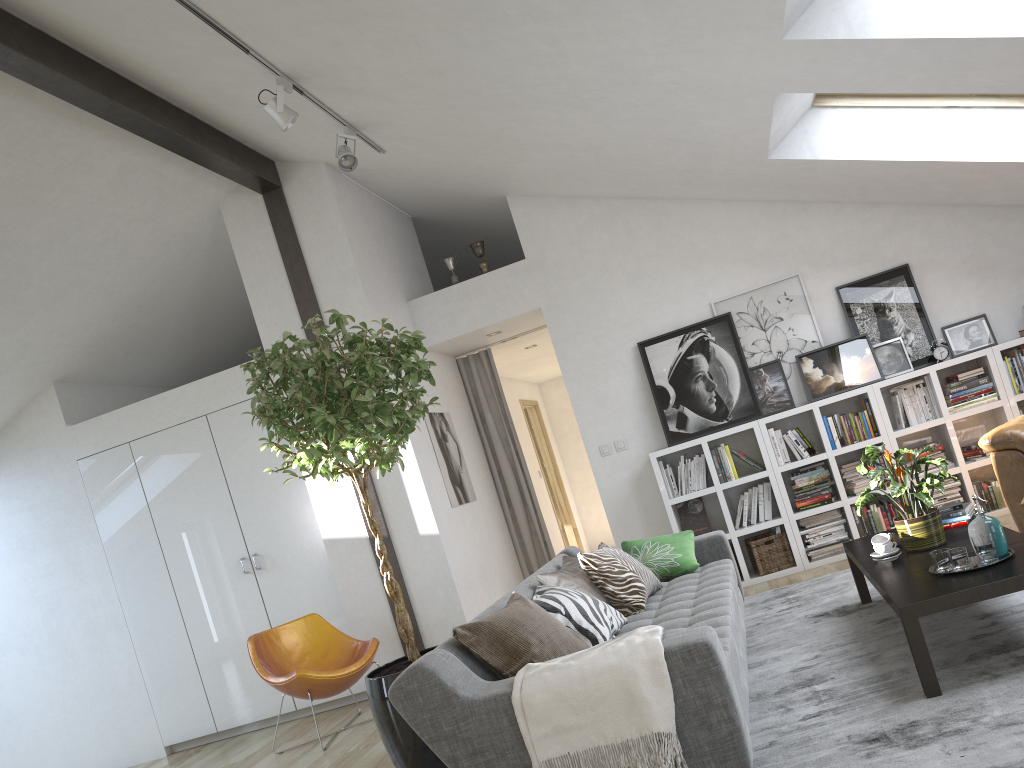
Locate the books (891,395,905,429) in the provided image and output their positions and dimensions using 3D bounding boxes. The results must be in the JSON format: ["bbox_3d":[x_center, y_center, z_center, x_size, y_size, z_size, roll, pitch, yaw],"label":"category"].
[{"bbox_3d":[2.555,0.187,5.877,0.033,0.224,0.147,-17,-3,8],"label":"books"}]

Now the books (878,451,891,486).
[{"bbox_3d":[2.453,0.549,5.886,0.036,0.258,0.160,-18,-2,14],"label":"books"}]

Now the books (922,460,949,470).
[{"bbox_3d":[2.739,0.539,5.824,0.214,0.013,0.137,-18,-6,3],"label":"books"}]

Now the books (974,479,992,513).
[{"bbox_3d":[3.067,0.732,5.813,0.035,0.203,0.200,-18,-4,13],"label":"books"}]

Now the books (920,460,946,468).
[{"bbox_3d":[2.734,0.527,5.843,0.219,0.018,0.144,-19,-7,18],"label":"books"}]

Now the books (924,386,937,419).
[{"bbox_3d":[2.755,0.122,5.852,0.012,0.220,0.142,-18,-2,18],"label":"books"}]

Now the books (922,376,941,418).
[{"bbox_3d":[2.761,0.085,5.848,0.023,0.287,0.155,-18,-2,18],"label":"books"}]

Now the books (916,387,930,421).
[{"bbox_3d":[2.709,0.135,5.866,0.017,0.228,0.148,-18,-2,18],"label":"books"}]

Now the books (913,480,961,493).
[{"bbox_3d":[2.780,0.685,5.824,0.291,0.025,0.159,-19,-7,16],"label":"books"}]

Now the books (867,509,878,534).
[{"bbox_3d":[2.404,0.942,5.926,0.023,0.223,0.163,-18,-3,13],"label":"books"}]

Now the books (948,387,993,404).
[{"bbox_3d":[2.971,0.077,5.785,0.260,0.026,0.185,-19,-7,11],"label":"books"}]

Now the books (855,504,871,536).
[{"bbox_3d":[2.352,0.930,5.953,0.035,0.284,0.200,-18,-3,13],"label":"books"}]

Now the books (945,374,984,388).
[{"bbox_3d":[2.946,-0.019,5.790,0.220,0.030,0.143,-19,-6,11],"label":"books"}]

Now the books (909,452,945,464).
[{"bbox_3d":[2.730,0.485,5.840,0.213,0.013,0.139,-21,-7,28],"label":"books"}]

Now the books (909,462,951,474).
[{"bbox_3d":[2.747,0.552,5.836,0.240,0.012,0.136,-18,-6,3],"label":"books"}]

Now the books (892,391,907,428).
[{"bbox_3d":[2.564,0.171,5.873,0.035,0.251,0.147,-17,-2,8],"label":"books"}]

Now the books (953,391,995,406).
[{"bbox_3d":[2.984,0.095,5.781,0.255,0.019,0.188,-19,-7,11],"label":"books"}]

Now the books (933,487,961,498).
[{"bbox_3d":[2.805,0.716,5.823,0.232,0.018,0.151,-19,-7,11],"label":"books"}]

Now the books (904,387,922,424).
[{"bbox_3d":[2.661,0.141,5.891,0.027,0.250,0.159,-18,-2,18],"label":"books"}]

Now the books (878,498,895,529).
[{"bbox_3d":[2.507,0.895,5.915,0.030,0.253,0.185,-18,-3,13],"label":"books"}]

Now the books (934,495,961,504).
[{"bbox_3d":[2.812,0.762,5.830,0.225,0.012,0.144,-18,-7,6],"label":"books"}]

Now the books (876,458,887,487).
[{"bbox_3d":[2.432,0.574,5.885,0.019,0.247,0.191,-18,-3,13],"label":"books"}]

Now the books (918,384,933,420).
[{"bbox_3d":[2.729,0.117,5.858,0.011,0.247,0.141,-18,-2,18],"label":"books"}]

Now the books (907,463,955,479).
[{"bbox_3d":[2.745,0.573,5.834,0.280,0.025,0.149,-17,-6,-2],"label":"books"}]

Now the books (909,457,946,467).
[{"bbox_3d":[2.737,0.510,5.849,0.213,0.013,0.138,-19,-7,13],"label":"books"}]

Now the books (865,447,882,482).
[{"bbox_3d":[2.407,0.550,5.890,0.019,0.284,0.184,-18,-2,13],"label":"books"}]

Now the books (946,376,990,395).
[{"bbox_3d":[2.965,0.013,5.789,0.254,0.046,0.158,-19,-6,16],"label":"books"}]

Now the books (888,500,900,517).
[{"bbox_3d":[2.556,0.880,5.901,0.028,0.246,0.173,-18,-3,13],"label":"books"}]

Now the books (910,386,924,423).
[{"bbox_3d":[2.681,0.134,5.886,0.015,0.250,0.161,-18,-2,18],"label":"books"}]

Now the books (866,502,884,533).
[{"bbox_3d":[2.429,0.918,5.920,0.039,0.251,0.177,-18,-3,13],"label":"books"}]

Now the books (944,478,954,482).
[{"bbox_3d":[2.780,0.646,5.831,0.223,0.012,0.145,-19,-7,16],"label":"books"}]

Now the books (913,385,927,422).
[{"bbox_3d":[2.695,0.129,5.882,0.015,0.250,0.161,-18,-2,18],"label":"books"}]

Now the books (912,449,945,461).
[{"bbox_3d":[2.731,0.467,5.837,0.185,0.021,0.134,-17,-6,-4],"label":"books"}]

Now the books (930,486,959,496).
[{"bbox_3d":[2.798,0.701,5.824,0.224,0.013,0.145,-19,-7,11],"label":"books"}]

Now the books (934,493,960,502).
[{"bbox_3d":[2.797,0.751,5.823,0.250,0.012,0.144,-19,-7,16],"label":"books"}]

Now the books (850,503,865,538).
[{"bbox_3d":[2.312,0.938,5.944,0.038,0.290,0.178,-18,-2,13],"label":"books"}]

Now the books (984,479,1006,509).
[{"bbox_3d":[3.142,0.716,5.779,0.039,0.179,0.177,-18,-4,13],"label":"books"}]

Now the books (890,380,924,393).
[{"bbox_3d":[2.618,0.014,5.884,0.211,0.018,0.139,-20,-7,23],"label":"books"}]

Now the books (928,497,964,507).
[{"bbox_3d":[2.811,0.786,5.822,0.260,0.028,0.162,-19,-7,16],"label":"books"}]

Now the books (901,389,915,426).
[{"bbox_3d":[2.619,0.154,5.888,0.015,0.250,0.161,-18,-2,18],"label":"books"}]

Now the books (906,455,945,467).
[{"bbox_3d":[2.729,0.500,5.859,0.237,0.012,0.137,-20,-7,23],"label":"books"}]

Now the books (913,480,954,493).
[{"bbox_3d":[2.770,0.665,5.834,0.250,0.012,0.144,-20,-7,21],"label":"books"}]

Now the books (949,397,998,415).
[{"bbox_3d":[2.992,0.142,5.792,0.296,0.029,0.220,-19,-7,16],"label":"books"}]

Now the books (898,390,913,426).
[{"bbox_3d":[2.603,0.158,5.883,0.015,0.250,0.161,-18,-2,18],"label":"books"}]

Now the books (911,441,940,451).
[{"bbox_3d":[2.718,0.414,5.841,0.157,0.027,0.116,-18,-6,6],"label":"books"}]

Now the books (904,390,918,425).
[{"bbox_3d":[2.638,0.154,5.884,0.020,0.237,0.154,-18,-2,18],"label":"books"}]

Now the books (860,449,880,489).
[{"bbox_3d":[2.389,0.562,5.908,0.034,0.276,0.194,-18,-3,13],"label":"books"}]

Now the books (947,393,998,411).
[{"bbox_3d":[2.980,0.120,5.799,0.309,0.026,0.228,-19,-7,11],"label":"books"}]

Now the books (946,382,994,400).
[{"bbox_3d":[2.975,0.048,5.788,0.270,0.029,0.174,-19,-6,11],"label":"books"}]

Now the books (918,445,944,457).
[{"bbox_3d":[2.732,0.441,5.840,0.176,0.034,0.123,-18,-6,6],"label":"books"}]

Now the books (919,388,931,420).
[{"bbox_3d":[2.720,0.134,5.855,0.012,0.220,0.142,-18,-2,18],"label":"books"}]

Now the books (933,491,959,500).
[{"bbox_3d":[2.814,0.733,5.833,0.224,0.013,0.145,-20,-7,21],"label":"books"}]

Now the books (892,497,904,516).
[{"bbox_3d":[2.582,0.869,5.899,0.028,0.250,0.162,-18,-2,13],"label":"books"}]

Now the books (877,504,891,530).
[{"bbox_3d":[2.483,0.915,5.905,0.023,0.223,0.163,-18,-3,13],"label":"books"}]

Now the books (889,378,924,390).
[{"bbox_3d":[2.610,0.001,5.876,0.198,0.012,0.127,-18,-7,8],"label":"books"}]

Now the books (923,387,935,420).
[{"bbox_3d":[2.740,0.125,5.847,0.012,0.222,0.142,-18,-2,18],"label":"books"}]

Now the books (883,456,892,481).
[{"bbox_3d":[2.480,0.544,5.882,0.024,0.248,0.182,-18,-3,13],"label":"books"}]
